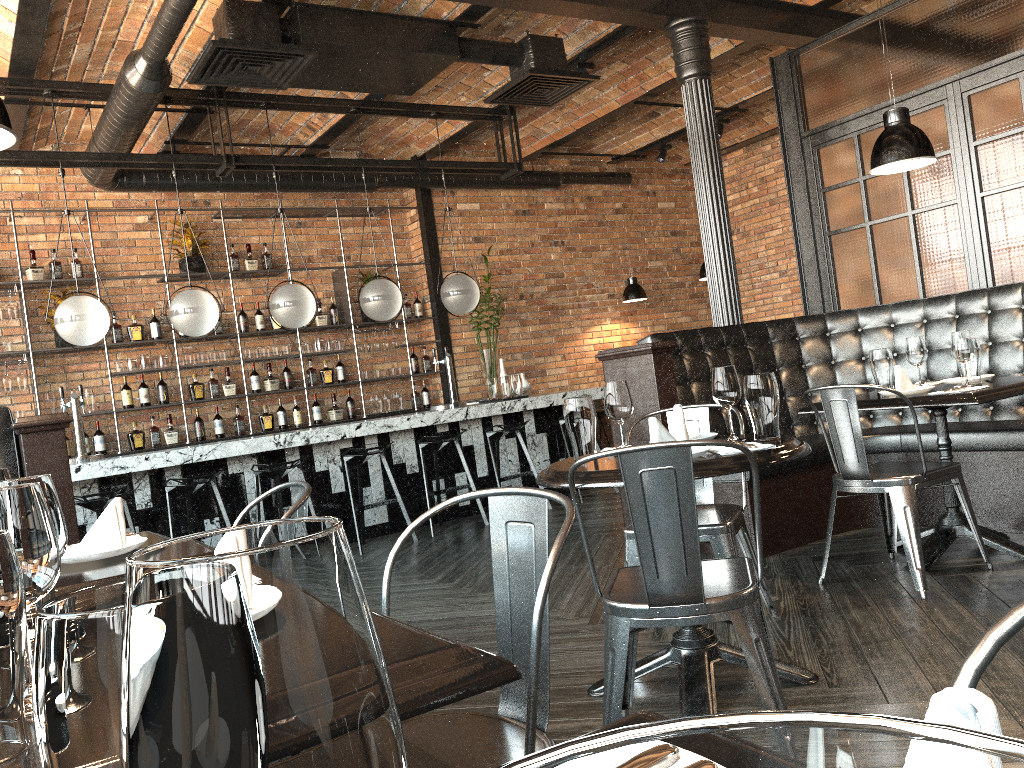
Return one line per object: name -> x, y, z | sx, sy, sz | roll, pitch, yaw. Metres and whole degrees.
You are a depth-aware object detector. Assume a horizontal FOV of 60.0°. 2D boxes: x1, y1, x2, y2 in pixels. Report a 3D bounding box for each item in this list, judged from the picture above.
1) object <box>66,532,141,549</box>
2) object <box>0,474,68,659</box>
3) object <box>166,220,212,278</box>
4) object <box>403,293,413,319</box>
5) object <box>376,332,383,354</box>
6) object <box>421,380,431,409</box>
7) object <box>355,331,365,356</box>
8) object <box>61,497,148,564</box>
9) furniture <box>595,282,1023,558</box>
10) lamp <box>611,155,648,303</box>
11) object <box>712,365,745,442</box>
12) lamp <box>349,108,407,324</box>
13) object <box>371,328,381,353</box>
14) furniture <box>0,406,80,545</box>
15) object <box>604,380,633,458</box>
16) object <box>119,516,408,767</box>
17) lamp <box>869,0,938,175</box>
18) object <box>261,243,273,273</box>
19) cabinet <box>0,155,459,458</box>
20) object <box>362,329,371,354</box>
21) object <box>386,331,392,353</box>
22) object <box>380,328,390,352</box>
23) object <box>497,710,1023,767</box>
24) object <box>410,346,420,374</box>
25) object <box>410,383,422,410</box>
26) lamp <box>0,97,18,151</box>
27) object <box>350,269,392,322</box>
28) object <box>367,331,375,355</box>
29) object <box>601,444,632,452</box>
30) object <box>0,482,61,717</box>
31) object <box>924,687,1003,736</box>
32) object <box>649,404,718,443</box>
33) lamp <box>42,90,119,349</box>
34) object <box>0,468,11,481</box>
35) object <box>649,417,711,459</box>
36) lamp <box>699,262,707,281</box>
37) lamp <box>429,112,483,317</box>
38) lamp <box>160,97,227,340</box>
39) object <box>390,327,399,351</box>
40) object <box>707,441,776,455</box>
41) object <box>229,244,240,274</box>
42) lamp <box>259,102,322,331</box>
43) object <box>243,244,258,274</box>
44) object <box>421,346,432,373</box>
object -> -1.147, 0.430, 2.403 | 0.255, 0.019, 0.157 | -8, 0, -32
object -> -0.659, 0.251, 1.222 | 0.092, 0.244, 0.092 | -8, 0, 18
object -> -2.977, -1.248, 8.153 | 0.425, 0.526, 0.430 | -8, 0, -30
object -> -1.096, -0.804, 9.261 | 0.083, 0.282, 0.083 | -8, 0, -17
object -> -1.378, -0.434, 9.139 | 0.092, 0.244, 0.092 | -8, 0, 7
object -> -0.909, 0.106, 9.318 | 0.086, 0.298, 0.086 | -8, 0, 16
object -> -1.552, -0.410, 9.026 | 0.092, 0.244, 0.092 | -8, 0, 7
object -> -1.026, 0.359, 2.180 | 0.232, 0.139, 0.232 | -8, 0, -36
furniture -> 2.822, 0.053, 3.301 | 1.979, 1.212, 5.451 | -8, 0, -33
lamp -> 1.284, -1.765, 10.063 | 0.291, 1.653, 0.291 | -8, 0, 32
object -> 0.703, 0.064, 2.883 | 0.092, 0.244, 0.092 | -8, 0, -33
lamp -> -1.148, -1.354, 7.148 | 0.340, 1.754, 0.340 | -8, 0, 13
object -> -1.373, -0.435, 8.947 | 0.092, 0.244, 0.092 | -8, 0, 7
furniture -> -1.134, 0.593, 0.758 | 1.979, 1.212, 5.451 | -8, 0, -33
object -> 0.352, 0.112, 2.876 | 0.092, 0.244, 0.092 | -8, 0, -33
object -> -0.077, 0.173, 0.302 | 0.092, 0.244, 0.092 | -8, 0, 7
lamp -> 1.679, -1.812, 4.059 | 0.291, 1.653, 0.291 | -8, 0, 12
object -> -2.354, -1.211, 8.500 | 0.083, 0.282, 0.083 | -8, 0, 43
cabinet -> -3.652, -0.305, 7.556 | 7.075, 3.779, 0.564 | -8, 0, -33
object -> -1.464, -0.422, 8.887 | 0.092, 0.244, 0.092 | -8, 0, 7
object -> -1.291, -0.446, 9.195 | 0.092, 0.244, 0.092 | -8, 0, 7
object -> -1.290, -0.446, 9.000 | 0.092, 0.244, 0.092 | -8, 0, 7
object -> 0.035, 0.158, 0.064 | 0.092, 0.244, 0.092 | -8, 0, 7
object -> -1.023, -0.247, 9.264 | 0.086, 0.299, 0.086 | -8, 0, 16
object -> -1.005, 0.126, 9.239 | 0.083, 0.282, 0.083 | -8, 0, 43
lamp -> -1.425, -1.388, 2.060 | 0.291, 1.653, 0.291 | -8, 0, 12
object -> -1.411, -0.900, 9.029 | 0.398, 0.560, 0.374 | -8, 0, 30
object -> -1.460, -0.423, 9.086 | 0.092, 0.244, 0.092 | -8, 0, 7
object -> 0.368, 0.224, 3.038 | 0.157, 0.019, 0.255 | -8, 0, 18
object -> -0.547, 0.236, 0.984 | 0.092, 0.244, 0.092 | -8, 0, 7
object -> 0.149, 0.201, 0.322 | 0.232, 0.139, 0.232 | -8, 0, -36
object -> 0.578, 0.140, 3.024 | 0.232, 0.139, 0.232 | -8, 0, 27
lamp -> -2.984, -1.104, 5.966 | 0.340, 1.754, 0.340 | -8, 0, 13
object -> -1.252, 0.330, 2.160 | 0.092, 0.244, 0.092 | -8, 0, 18
object -> 0.458, 0.157, 2.595 | 0.232, 0.139, 0.232 | -8, 0, 12
lamp -> 1.832, -1.837, 8.521 | 0.291, 1.653, 0.291 | -8, 0, 12
lamp -> -0.536, -1.438, 7.542 | 0.340, 1.754, 0.340 | -8, 0, 13
lamp -> -2.372, -1.187, 6.360 | 0.340, 1.754, 0.340 | -8, 0, 13
object -> -1.203, -0.458, 9.056 | 0.092, 0.244, 0.092 | -8, 0, 7
object -> 0.668, 0.183, 2.633 | 0.157, 0.019, 0.255 | -8, 0, -2
object -> -2.615, -1.175, 8.332 | 0.083, 0.282, 0.083 | -8, 0, -32
lamp -> -1.760, -1.271, 6.754 | 0.340, 1.754, 0.340 | -8, 0, 13
object -> -2.486, -1.190, 8.417 | 0.123, 0.279, 0.123 | -8, 0, -29
object -> -0.907, -0.254, 9.334 | 0.083, 0.282, 0.083 | -8, 0, -22
